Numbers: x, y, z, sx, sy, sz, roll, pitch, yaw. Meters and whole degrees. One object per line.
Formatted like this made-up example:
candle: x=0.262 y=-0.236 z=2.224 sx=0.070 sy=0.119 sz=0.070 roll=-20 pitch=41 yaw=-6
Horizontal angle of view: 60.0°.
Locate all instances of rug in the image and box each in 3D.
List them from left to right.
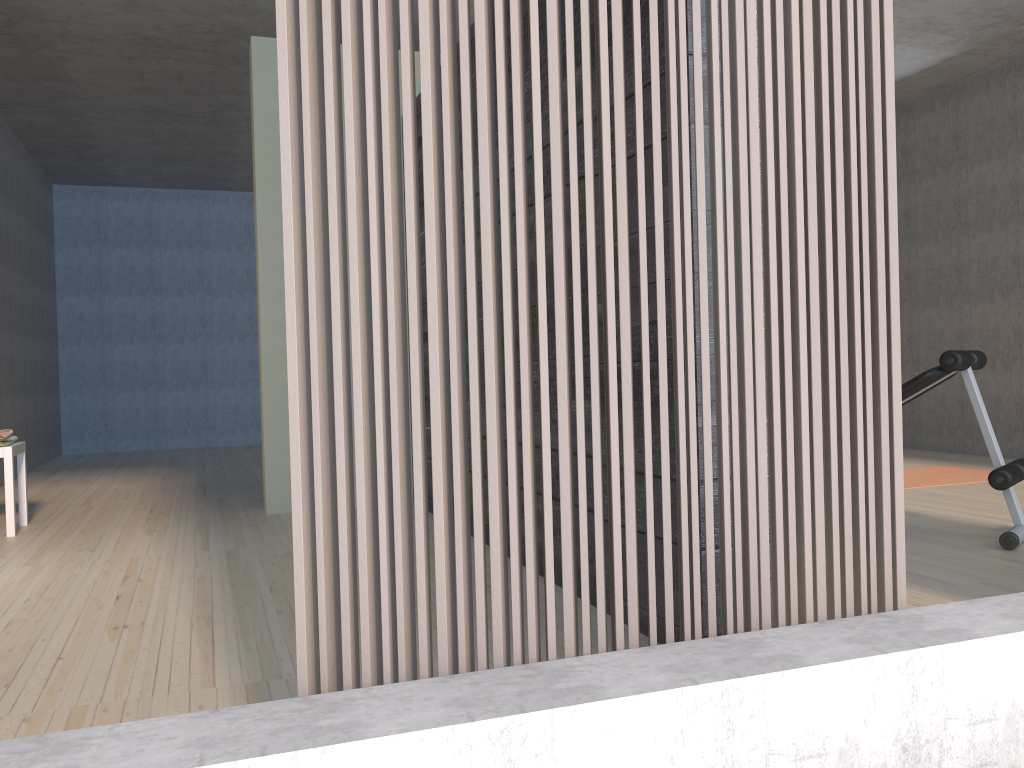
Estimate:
rug: x=1.727 y=0.594 z=5.164 sx=2.779 sy=0.002 sz=0.716 roll=-2 pitch=1 yaw=-19

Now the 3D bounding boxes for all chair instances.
chair: x=-2.651 y=0.387 z=4.309 sx=0.457 sy=0.697 sz=0.417 roll=-2 pitch=1 yaw=-20

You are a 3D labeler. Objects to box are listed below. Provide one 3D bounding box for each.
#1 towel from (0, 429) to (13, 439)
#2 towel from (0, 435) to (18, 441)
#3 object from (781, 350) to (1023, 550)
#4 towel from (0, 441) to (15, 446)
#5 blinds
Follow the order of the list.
towel: x=-2.608 y=0.255 z=4.317 sx=0.294 sy=0.046 sz=0.297 roll=-2 pitch=1 yaw=-19
towel: x=-2.610 y=0.279 z=4.322 sx=0.306 sy=0.047 sz=0.297 roll=-2 pitch=1 yaw=-15
object: x=1.505 y=0.243 z=3.861 sx=1.312 sy=0.746 sz=0.505 roll=-1 pitch=1 yaw=40
towel: x=-2.601 y=0.299 z=4.318 sx=0.307 sy=0.038 sz=0.297 roll=-2 pitch=1 yaw=-21
blinds: x=0.183 y=-0.685 z=1.474 sx=1.133 sy=2.744 sz=0.069 roll=-2 pitch=1 yaw=-19
